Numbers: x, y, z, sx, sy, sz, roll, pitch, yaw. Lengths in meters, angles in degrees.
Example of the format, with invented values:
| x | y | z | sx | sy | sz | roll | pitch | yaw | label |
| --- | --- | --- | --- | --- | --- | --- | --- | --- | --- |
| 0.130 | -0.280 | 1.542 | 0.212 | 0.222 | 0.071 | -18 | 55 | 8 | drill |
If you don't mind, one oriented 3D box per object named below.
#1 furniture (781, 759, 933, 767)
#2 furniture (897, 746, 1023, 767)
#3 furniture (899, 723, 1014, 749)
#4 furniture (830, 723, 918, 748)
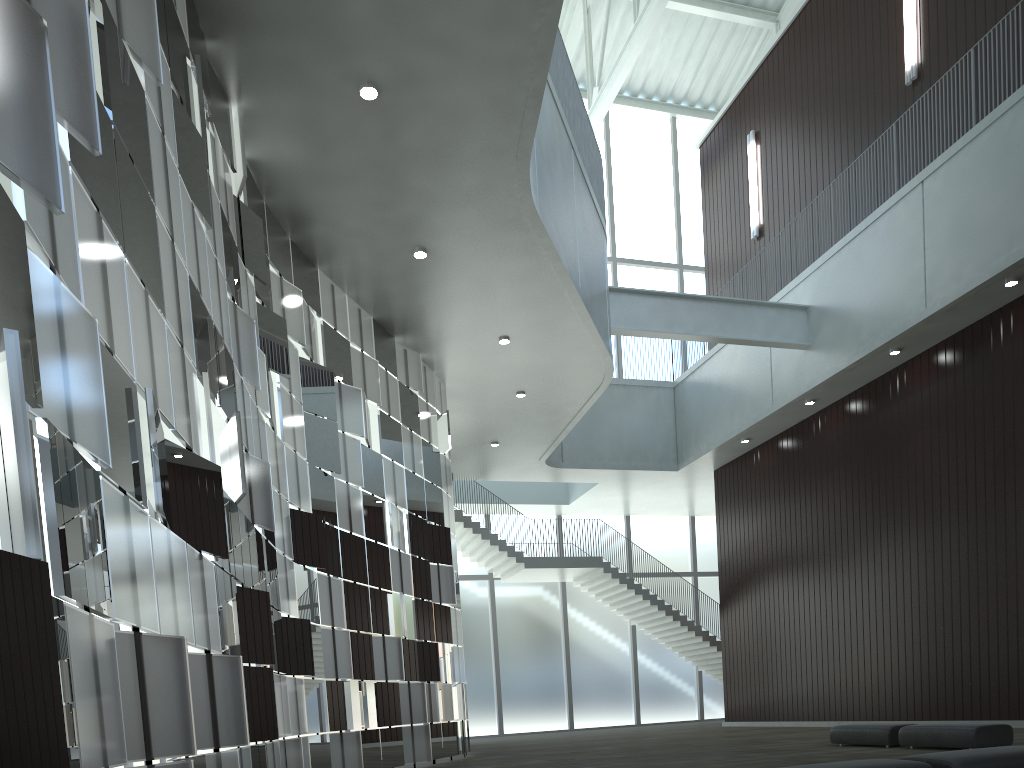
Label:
| x | y | z | sx | sy | sz | roll | pitch | yaw | label |
| --- | --- | --- | --- | --- | --- | --- | --- | --- | --- |
| 7.735 | 9.619 | 19.108 | 3.992 | 1.048 | 2.281 | 3 | -18 | -17 | furniture |
| 12.058 | 9.866 | 20.399 | 3.992 | 1.048 | 2.281 | 3 | -18 | -17 | furniture |
| 18.581 | 14.840 | 33.695 | 2.118 | 1.027 | 4.311 | 1 | -21 | -17 | furniture |
| 17.270 | 16.678 | 38.022 | 2.118 | 1.027 | 4.311 | 1 | -21 | -17 | furniture |
